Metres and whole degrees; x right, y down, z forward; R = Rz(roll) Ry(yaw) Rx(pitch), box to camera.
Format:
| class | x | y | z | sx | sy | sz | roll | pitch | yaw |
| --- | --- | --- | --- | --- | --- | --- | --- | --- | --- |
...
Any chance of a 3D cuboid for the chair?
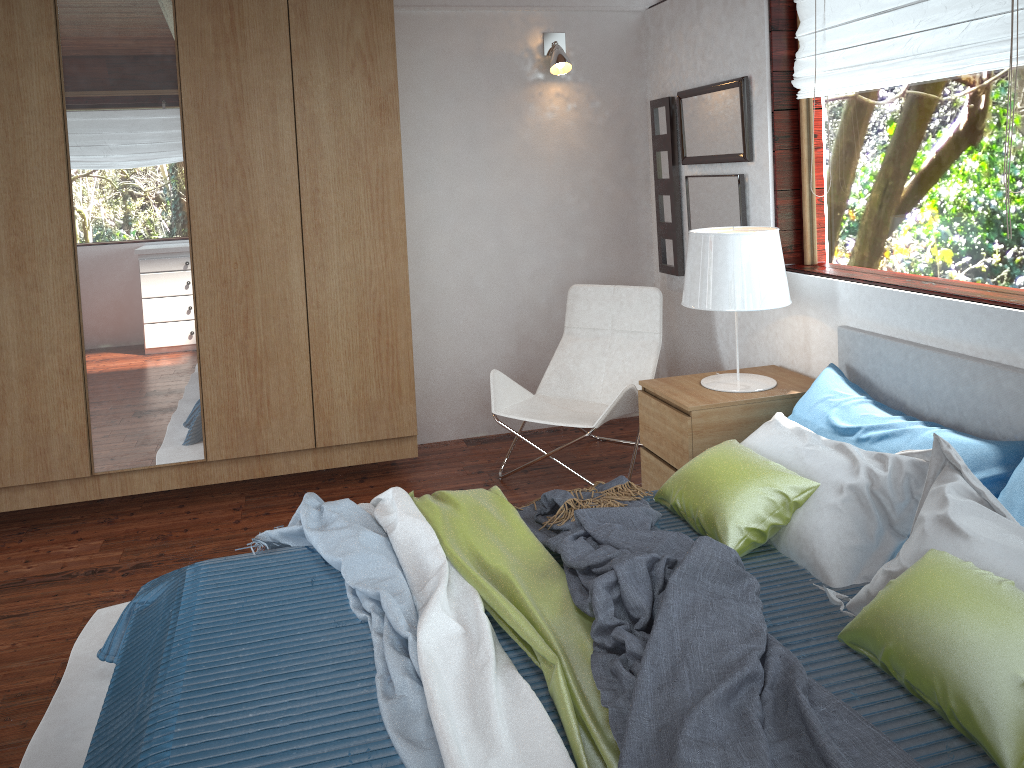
| class | x | y | z | sx | sy | sz | roll | pitch | yaw |
| --- | --- | --- | --- | --- | --- | --- | --- | --- | --- |
| chair | 0.339 | -0.009 | 3.934 | 0.700 | 0.785 | 0.814 | 3 | 10 | 35 |

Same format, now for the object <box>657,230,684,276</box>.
| class | x | y | z | sx | sy | sz | roll | pitch | yaw |
| --- | --- | --- | --- | --- | --- | --- | --- | --- | --- |
| object | 0.813 | -0.676 | 4.484 | 0.041 | 0.222 | 0.227 | -4 | 9 | -15 |

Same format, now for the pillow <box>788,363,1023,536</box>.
| class | x | y | z | sx | sy | sz | roll | pitch | yaw |
| --- | --- | --- | --- | --- | --- | --- | --- | --- | --- |
| pillow | 1.133 | 0.197 | 2.660 | 0.348 | 0.322 | 0.931 | -5 | 13 | -16 |

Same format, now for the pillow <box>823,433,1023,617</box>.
| class | x | y | z | sx | sy | sz | roll | pitch | yaw |
| --- | --- | --- | --- | --- | --- | --- | --- | --- | --- |
| pillow | 1.051 | 0.416 | 1.746 | 0.362 | 0.383 | 0.869 | -6 | 12 | -20 |

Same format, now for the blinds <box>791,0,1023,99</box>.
| class | x | y | z | sx | sy | sz | roll | pitch | yaw |
| --- | --- | --- | --- | --- | --- | --- | --- | --- | --- |
| blinds | 1.307 | -1.256 | 2.931 | 0.055 | 0.484 | 1.262 | -4 | 12 | -14 |

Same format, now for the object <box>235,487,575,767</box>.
| class | x | y | z | sx | sy | sz | roll | pitch | yaw |
| --- | --- | --- | --- | --- | --- | --- | --- | --- | --- |
| object | -0.261 | 0.688 | 1.839 | 0.539 | 0.368 | 2.199 | -6 | 14 | -19 |

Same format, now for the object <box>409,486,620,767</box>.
| class | x | y | z | sx | sy | sz | roll | pitch | yaw |
| --- | --- | --- | --- | --- | --- | --- | --- | --- | --- |
| object | 0.099 | 0.710 | 1.904 | 0.493 | 0.437 | 2.149 | -6 | 13 | -18 |

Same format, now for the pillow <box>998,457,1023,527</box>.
| class | x | y | z | sx | sy | sz | roll | pitch | yaw |
| --- | --- | --- | --- | --- | --- | --- | --- | --- | --- |
| pillow | 1.361 | 0.392 | 1.828 | 0.368 | 0.311 | 0.940 | -6 | 13 | -17 |

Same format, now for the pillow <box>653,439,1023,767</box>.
| class | x | y | z | sx | sy | sz | roll | pitch | yaw |
| --- | --- | --- | --- | --- | --- | --- | --- | --- | --- |
| pillow | 0.764 | 0.398 | 2.109 | 0.312 | 0.214 | 1.409 | -5 | 14 | -15 |

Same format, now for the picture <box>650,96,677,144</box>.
| class | x | y | z | sx | sy | sz | roll | pitch | yaw |
| --- | --- | --- | --- | --- | --- | --- | --- | --- | --- |
| picture | 0.769 | -1.339 | 4.441 | 0.041 | 0.222 | 0.227 | -4 | 9 | -15 |

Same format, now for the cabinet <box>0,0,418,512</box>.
| class | x | y | z | sx | sy | sz | roll | pitch | yaw |
| --- | --- | --- | --- | --- | --- | --- | --- | --- | --- |
| cabinet | -1.603 | -0.796 | 3.766 | 2.208 | 2.374 | 0.589 | -5 | 4 | -15 |

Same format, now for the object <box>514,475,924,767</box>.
| class | x | y | z | sx | sy | sz | roll | pitch | yaw |
| --- | --- | --- | --- | --- | --- | --- | --- | --- | --- |
| object | 0.314 | 0.547 | 1.901 | 0.629 | 0.398 | 2.178 | -4 | 13 | -6 |

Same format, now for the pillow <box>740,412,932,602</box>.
| class | x | y | z | sx | sy | sz | roll | pitch | yaw |
| --- | --- | --- | --- | --- | --- | --- | --- | --- | --- |
| pillow | 0.848 | 0.275 | 2.537 | 0.475 | 0.352 | 0.890 | -6 | 13 | -19 |

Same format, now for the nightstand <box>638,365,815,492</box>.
| class | x | y | z | sx | sy | sz | roll | pitch | yaw |
| --- | --- | --- | --- | --- | --- | --- | --- | --- | --- |
| nightstand | 0.857 | 0.267 | 3.330 | 0.611 | 0.533 | 0.435 | -5 | 8 | -15 |

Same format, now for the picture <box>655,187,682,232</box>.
| class | x | y | z | sx | sy | sz | roll | pitch | yaw |
| --- | --- | --- | --- | --- | --- | --- | --- | --- | --- |
| picture | 0.798 | -0.897 | 4.470 | 0.041 | 0.222 | 0.227 | -4 | 9 | -15 |

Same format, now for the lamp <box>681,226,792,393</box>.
| class | x | y | z | sx | sy | sz | roll | pitch | yaw |
| --- | --- | --- | --- | --- | --- | --- | --- | --- | --- |
| lamp | 0.847 | -0.292 | 3.303 | 0.407 | 0.580 | 0.412 | -5 | 7 | -18 |

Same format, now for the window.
| class | x | y | z | sx | sy | sz | roll | pitch | yaw |
| --- | --- | --- | --- | --- | --- | --- | --- | --- | --- |
| window | -2.415 | -0.651 | 1.113 | 8.326 | 1.900 | 5.383 | -6 | 13 | -15 |

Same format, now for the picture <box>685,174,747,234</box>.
| class | x | y | z | sx | sy | sz | roll | pitch | yaw |
| --- | --- | --- | --- | --- | --- | --- | --- | --- | --- |
| picture | 0.934 | -0.706 | 3.997 | 0.043 | 0.497 | 0.514 | -4 | 9 | -15 |

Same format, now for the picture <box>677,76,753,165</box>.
| class | x | y | z | sx | sy | sz | roll | pitch | yaw |
| --- | --- | --- | --- | --- | --- | --- | --- | --- | --- |
| picture | 0.910 | -1.185 | 3.978 | 0.042 | 0.355 | 0.639 | -4 | 11 | -15 |

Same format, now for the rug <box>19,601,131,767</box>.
| class | x | y | z | sx | sy | sz | roll | pitch | yaw |
| --- | --- | --- | --- | --- | --- | --- | --- | --- | --- |
| rug | -0.158 | 0.922 | 1.786 | 1.806 | 0.048 | 2.772 | -6 | 14 | -15 |

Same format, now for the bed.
| class | x | y | z | sx | sy | sz | roll | pitch | yaw |
| --- | --- | --- | --- | --- | --- | --- | --- | --- | --- |
| bed | 0.288 | 0.522 | 1.905 | 2.582 | 0.755 | 2.186 | -6 | 13 | -14 |

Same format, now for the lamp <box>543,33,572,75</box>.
| class | x | y | z | sx | sy | sz | roll | pitch | yaw |
| --- | --- | --- | --- | --- | --- | --- | --- | --- | --- |
| lamp | 0.242 | -1.700 | 4.476 | 0.121 | 0.224 | 0.154 | -4 | 7 | -14 |

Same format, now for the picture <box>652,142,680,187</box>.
| class | x | y | z | sx | sy | sz | roll | pitch | yaw |
| --- | --- | --- | --- | --- | --- | --- | --- | --- | --- |
| picture | 0.783 | -1.118 | 4.456 | 0.041 | 0.222 | 0.227 | -4 | 9 | -15 |
